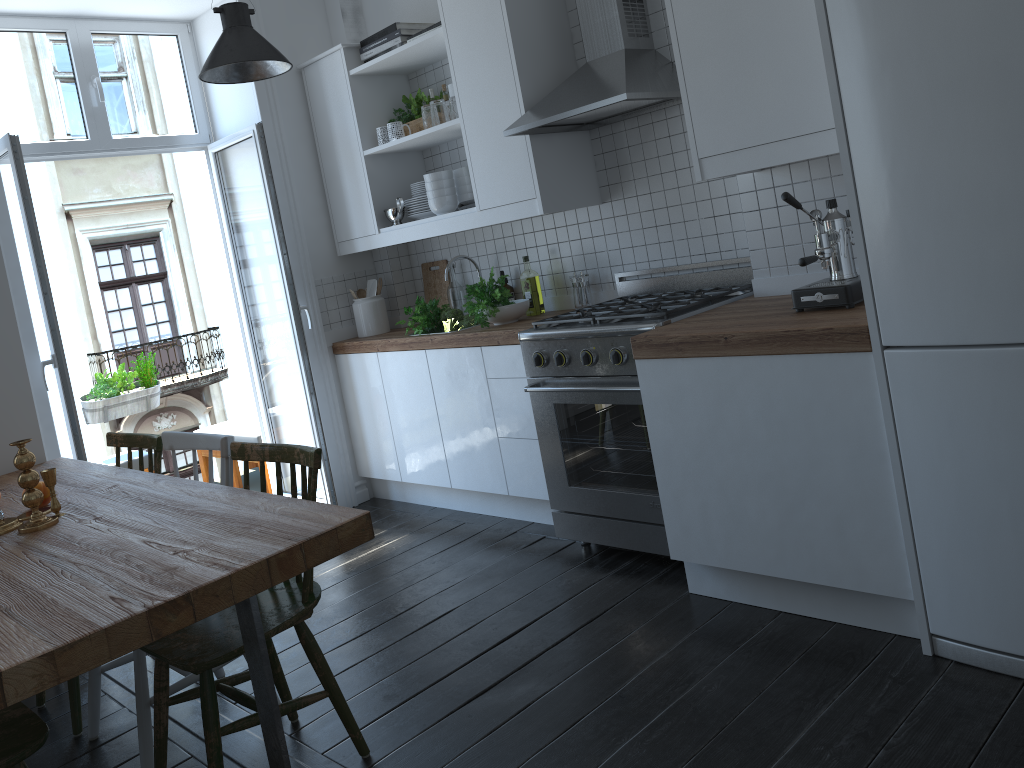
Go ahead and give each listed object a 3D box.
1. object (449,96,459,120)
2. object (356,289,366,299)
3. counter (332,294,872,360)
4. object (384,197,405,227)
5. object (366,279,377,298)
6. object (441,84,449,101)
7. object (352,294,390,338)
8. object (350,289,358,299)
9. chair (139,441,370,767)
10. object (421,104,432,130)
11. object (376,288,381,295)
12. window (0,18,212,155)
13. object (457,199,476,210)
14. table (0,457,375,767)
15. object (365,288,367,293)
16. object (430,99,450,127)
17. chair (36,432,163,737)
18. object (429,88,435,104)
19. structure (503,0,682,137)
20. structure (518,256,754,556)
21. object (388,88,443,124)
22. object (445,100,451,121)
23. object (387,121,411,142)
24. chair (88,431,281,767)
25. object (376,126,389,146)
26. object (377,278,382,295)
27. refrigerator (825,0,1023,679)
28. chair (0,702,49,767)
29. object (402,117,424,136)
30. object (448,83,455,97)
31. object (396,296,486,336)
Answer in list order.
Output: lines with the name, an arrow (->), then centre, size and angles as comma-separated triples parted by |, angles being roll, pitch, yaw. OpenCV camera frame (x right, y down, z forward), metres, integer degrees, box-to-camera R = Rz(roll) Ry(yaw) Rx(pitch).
object -> -0.247, -1.266, 4.064 | 0.085, 0.119, 0.087 | -9, 5, 16
object -> -0.793, -0.393, 4.780 | 0.061, 0.249, 0.117 | -11, 4, -13
counter -> 0.160, -0.214, 3.667 | 0.860, 0.073, 3.085 | -19, 13, -42
object -> -0.583, -0.863, 4.428 | 0.103, 0.133, 0.209 | -14, 8, -30
object -> -0.765, -0.416, 4.767 | 0.064, 0.288, 0.143 | -9, 4, 21
object -> -0.319, -1.375, 4.385 | 0.057, 0.232, 0.055 | -13, 4, -40
object -> -0.763, -0.369, 4.762 | 0.176, 0.207, 0.173 | -15, 7, -38
object -> -0.815, -0.392, 4.768 | 0.054, 0.261, 0.151 | -9, 5, 22
chair -> -0.701, 0.614, 2.291 | 0.464, 0.822, 0.493 | -6, 6, 46
object -> -0.385, -1.256, 4.156 | 0.087, 0.119, 0.086 | -12, 5, -20
object -> -0.721, -0.403, 4.769 | 0.050, 0.245, 0.116 | -10, 4, 12
window -> -2.125, -1.510, 4.443 | 1.199, 0.652, 0.105 | -18, 7, -43
object -> -0.132, -0.845, 4.108 | 0.244, 0.042, 0.281 | -3, 12, 39
table -> -1.370, 0.766, 2.452 | 1.034, 0.710, 2.217 | -17, 11, -42
object -> -0.746, -0.403, 4.792 | 0.034, 0.248, 0.117 | -13, 5, -42
object -> -0.338, -1.253, 4.083 | 0.087, 0.119, 0.086 | -12, 5, -20
chair -> -1.380, 0.623, 2.983 | 0.464, 0.821, 0.493 | -6, 6, 46
object -> -0.384, -1.361, 4.392 | 0.059, 0.223, 0.061 | -9, 4, 30
structure -> 0.252, -1.691, 3.440 | 0.536, 1.296, 0.629 | -14, 5, -43
structure -> 0.545, 0.092, 3.429 | 0.733, 1.012, 0.696 | -15, 7, -43
object -> -0.499, -1.378, 4.530 | 0.345, 0.252, 0.166 | -5, 7, 37
object -> -0.274, -1.275, 4.146 | 0.085, 0.119, 0.087 | -9, 5, 16
object -> -0.565, -1.249, 4.373 | 0.108, 0.099, 0.084 | -6, 7, 36
chair -> -1.026, 0.604, 2.658 | 0.517, 0.837, 0.463 | -15, 6, -43
object -> -0.638, -1.252, 4.474 | 0.082, 0.099, 0.110 | -9, 7, 16
object -> -0.721, -0.425, 4.760 | 0.130, 0.294, 0.057 | -9, 4, 26
refrigerator -> 1.330, -0.250, 2.226 | 0.691, 1.790, 0.572 | -14, 5, -43
chair -> -1.229, 0.797, 1.780 | 0.464, 0.821, 0.493 | -6, 6, 46
object -> -0.433, -1.293, 4.480 | 0.155, 0.102, 0.391 | -17, 11, -42
object -> -0.251, -1.357, 4.305 | 0.086, 0.220, 0.084 | -13, 4, -36
object -> -0.343, -0.300, 4.290 | 0.466, 0.305, 0.288 | -8, 6, 20
